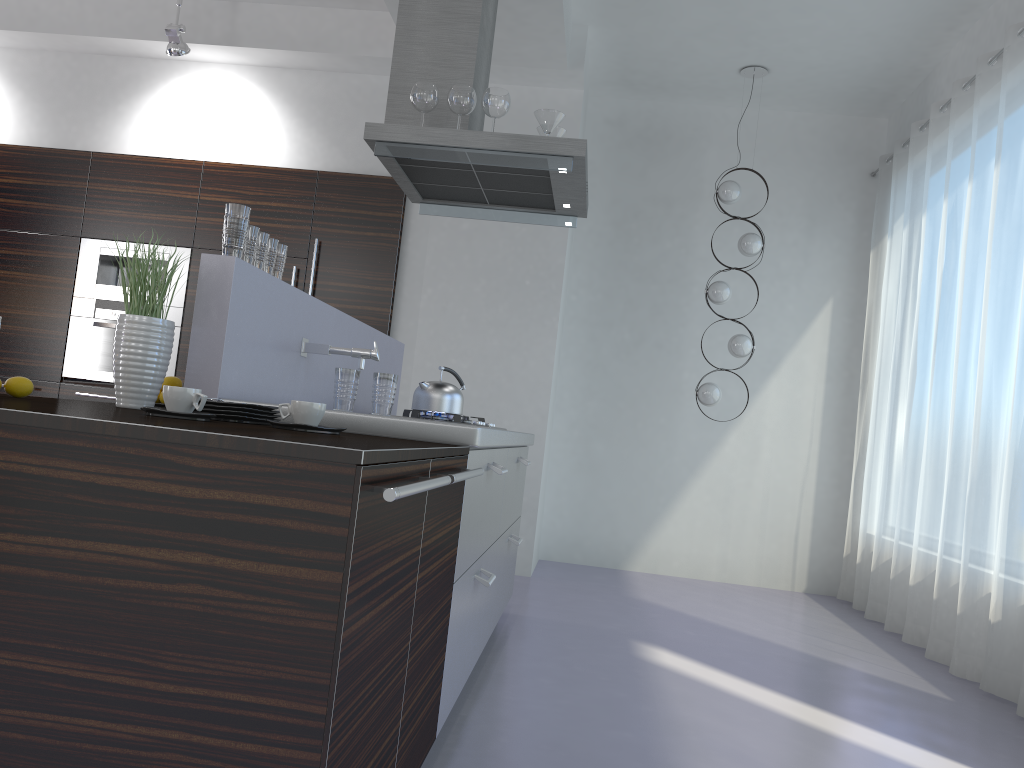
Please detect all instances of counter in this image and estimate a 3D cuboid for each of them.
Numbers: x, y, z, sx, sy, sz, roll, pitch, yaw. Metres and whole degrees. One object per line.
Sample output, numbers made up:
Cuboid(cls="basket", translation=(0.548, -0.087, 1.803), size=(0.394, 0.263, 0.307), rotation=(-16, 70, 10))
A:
Cuboid(cls="counter", translation=(-0.704, 0.338, 2.948), size=(1.302, 1.300, 3.291), rotation=(6, -3, 6))

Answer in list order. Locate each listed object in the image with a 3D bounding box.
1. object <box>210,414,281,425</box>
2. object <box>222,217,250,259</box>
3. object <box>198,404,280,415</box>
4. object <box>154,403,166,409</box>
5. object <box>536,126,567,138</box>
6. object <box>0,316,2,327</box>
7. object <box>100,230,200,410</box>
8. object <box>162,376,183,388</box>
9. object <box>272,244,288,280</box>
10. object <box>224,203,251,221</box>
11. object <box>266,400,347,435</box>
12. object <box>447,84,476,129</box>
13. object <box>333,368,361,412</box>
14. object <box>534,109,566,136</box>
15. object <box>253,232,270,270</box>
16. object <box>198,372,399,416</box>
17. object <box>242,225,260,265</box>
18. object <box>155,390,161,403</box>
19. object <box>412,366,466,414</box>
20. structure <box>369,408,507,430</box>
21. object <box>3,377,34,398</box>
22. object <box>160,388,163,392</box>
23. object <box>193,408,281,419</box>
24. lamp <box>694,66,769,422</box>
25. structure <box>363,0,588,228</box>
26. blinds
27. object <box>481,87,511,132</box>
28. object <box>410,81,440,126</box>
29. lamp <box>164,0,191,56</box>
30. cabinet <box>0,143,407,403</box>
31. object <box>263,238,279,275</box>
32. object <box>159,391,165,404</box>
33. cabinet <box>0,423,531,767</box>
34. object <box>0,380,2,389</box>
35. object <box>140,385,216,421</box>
Cuboid(cls="object", translation=(-0.699, 0.081, 2.159), size=(0.232, 0.020, 0.232), rotation=(6, -3, 14))
Cuboid(cls="object", translation=(-0.794, -0.410, 2.533), size=(0.072, 0.119, 0.071), rotation=(9, -4, -44))
Cuboid(cls="object", translation=(-0.697, 0.062, 2.160), size=(0.232, 0.020, 0.232), rotation=(6, -3, 9))
Cuboid(cls="object", translation=(-1.088, 0.069, 2.765), size=(0.232, 0.020, 0.232), rotation=(6, -3, 14))
Cuboid(cls="object", translation=(0.169, -1.055, 3.988), size=(0.137, 0.174, 0.137), rotation=(8, -4, -29))
Cuboid(cls="object", translation=(-1.203, -0.072, 1.864), size=(0.207, 0.174, 0.189), rotation=(8, -4, -29))
Cuboid(cls="object", translation=(-1.009, -0.186, 2.385), size=(0.247, 0.502, 0.269), rotation=(9, -4, -41))
Cuboid(cls="object", translation=(-1.048, 0.000, 2.730), size=(0.063, 0.048, 0.053), rotation=(8, -4, -28))
Cuboid(cls="object", translation=(-0.765, -0.389, 2.854), size=(0.071, 0.119, 0.072), rotation=(9, -4, -34))
Cuboid(cls="object", translation=(-0.790, -0.449, 2.535), size=(0.072, 0.119, 0.071), rotation=(9, -4, -44))
Cuboid(cls="object", translation=(-0.462, 0.075, 2.004), size=(0.153, 0.069, 0.153), rotation=(4, -4, 39))
Cuboid(cls="object", translation=(-0.219, -1.136, 3.738), size=(0.125, 0.221, 0.125), rotation=(5, -4, 30))
Cuboid(cls="object", translation=(-0.469, 0.018, 2.499), size=(0.071, 0.119, 0.072), rotation=(6, -3, 6))
Cuboid(cls="object", translation=(0.152, -1.068, 3.800), size=(0.137, 0.174, 0.137), rotation=(8, -4, -29))
Cuboid(cls="object", translation=(-0.779, -0.399, 2.693), size=(0.072, 0.119, 0.071), rotation=(9, -4, -44))
Cuboid(cls="object", translation=(-0.595, 0.008, 2.326), size=(0.269, 0.147, 0.646), rotation=(5, -4, 30))
Cuboid(cls="object", translation=(-0.787, -0.405, 2.613), size=(0.072, 0.119, 0.071), rotation=(9, -4, -44))
Cuboid(cls="object", translation=(-1.099, 0.039, 2.722), size=(0.052, 0.054, 0.061), rotation=(7, -3, -17))
Cuboid(cls="object", translation=(-0.313, 0.020, 3.833), size=(0.220, 0.196, 0.229), rotation=(7, -3, -2))
Cuboid(cls="structure", translation=(-0.309, 0.152, 4.020), size=(0.519, 0.055, 0.709), rotation=(6, -3, 6))
Cuboid(cls="object", translation=(-1.173, 0.008, 2.108), size=(0.063, 0.051, 0.053), rotation=(8, -3, -26))
Cuboid(cls="object", translation=(-1.087, 0.008, 2.766), size=(0.053, 0.047, 0.061), rotation=(6, -3, 9))
Cuboid(cls="object", translation=(-0.698, 0.071, 2.159), size=(0.232, 0.020, 0.232), rotation=(6, -3, 14))
Cuboid(cls="lamp", translation=(1.499, -0.929, 5.903), size=(0.367, 2.370, 0.180), rotation=(6, -3, -1))
Cuboid(cls="structure", translation=(-0.050, -1.475, 4.103), size=(0.915, 1.231, 0.981), rotation=(6, -3, 6))
Cuboid(cls="blinds", translation=(2.322, -0.144, 4.737), size=(0.120, 3.112, 3.245), rotation=(6, -3, 6))
Cuboid(cls="object", translation=(-0.074, -1.121, 3.724), size=(0.125, 0.221, 0.125), rotation=(5, -4, 30))
Cuboid(cls="object", translation=(-0.376, -1.153, 3.752), size=(0.125, 0.221, 0.125), rotation=(5, -4, 30))
Cuboid(cls="lamp", translation=(-2.202, -2.310, 5.370), size=(0.171, 0.511, 0.605), rotation=(4, -4, 37))
Cuboid(cls="cabinet", translation=(-2.591, -0.295, 6.252), size=(3.600, 2.500, 0.669), rotation=(6, -3, 6))
Cuboid(cls="object", translation=(-0.772, -0.394, 2.774), size=(0.072, 0.119, 0.071), rotation=(9, -4, -44))
Cuboid(cls="object", translation=(-1.045, 0.040, 2.701), size=(0.051, 0.053, 0.063), rotation=(9, -4, -44))
Cuboid(cls="cabinet", translation=(-0.740, 0.559, 2.939), size=(1.377, 0.852, 3.285), rotation=(6, -3, 6))
Cuboid(cls="object", translation=(-1.225, 0.000, 2.071), size=(0.053, 0.051, 0.063), rotation=(6, -3, 9))
Cuboid(cls="object", translation=(-0.710, 0.041, 1.896), size=(0.153, 0.069, 0.153), rotation=(8, -3, -21))
